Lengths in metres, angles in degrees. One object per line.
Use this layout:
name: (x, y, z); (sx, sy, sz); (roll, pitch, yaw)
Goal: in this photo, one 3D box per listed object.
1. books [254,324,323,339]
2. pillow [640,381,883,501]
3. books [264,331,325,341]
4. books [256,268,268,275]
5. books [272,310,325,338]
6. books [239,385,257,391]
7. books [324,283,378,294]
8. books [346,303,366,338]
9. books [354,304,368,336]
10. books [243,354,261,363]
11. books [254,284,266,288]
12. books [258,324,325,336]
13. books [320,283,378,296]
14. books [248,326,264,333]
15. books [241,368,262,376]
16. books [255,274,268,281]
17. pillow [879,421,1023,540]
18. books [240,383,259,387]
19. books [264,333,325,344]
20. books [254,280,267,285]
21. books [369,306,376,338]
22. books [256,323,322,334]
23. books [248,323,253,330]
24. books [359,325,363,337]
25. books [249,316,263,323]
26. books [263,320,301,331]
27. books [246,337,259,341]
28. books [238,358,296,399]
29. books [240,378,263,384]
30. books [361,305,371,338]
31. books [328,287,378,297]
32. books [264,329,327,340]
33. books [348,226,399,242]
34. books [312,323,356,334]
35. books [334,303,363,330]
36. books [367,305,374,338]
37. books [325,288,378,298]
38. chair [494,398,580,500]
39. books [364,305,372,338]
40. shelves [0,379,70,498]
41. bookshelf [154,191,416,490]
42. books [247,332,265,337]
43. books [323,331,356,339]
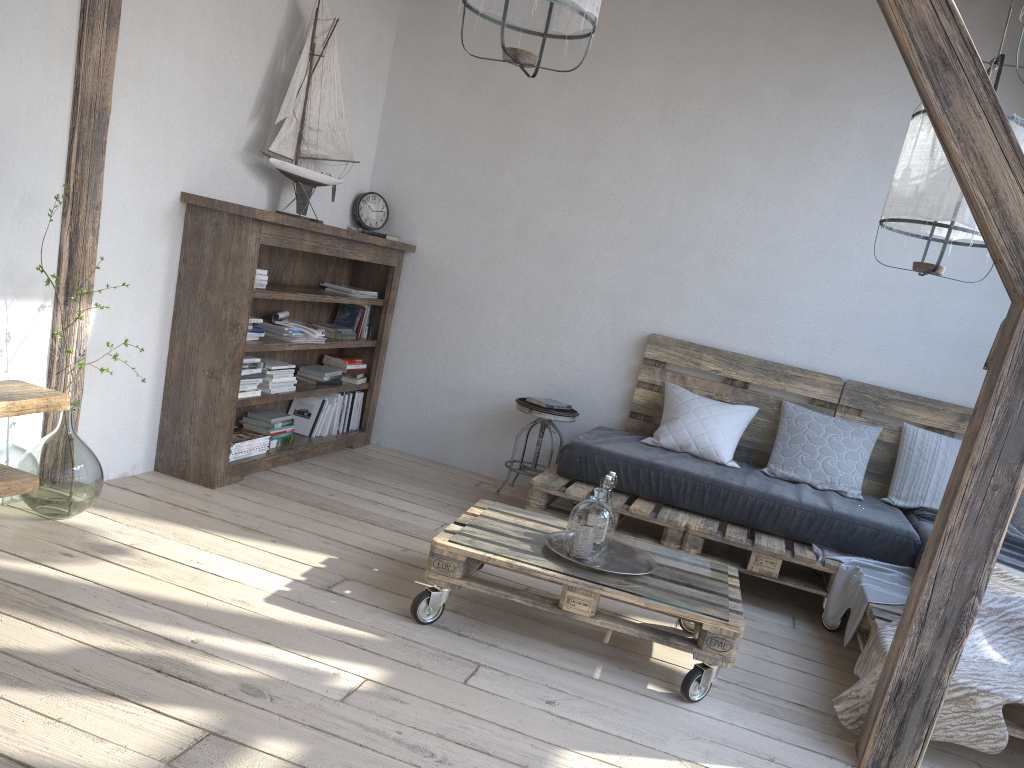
books: (-1.075, -0.253, 4.245); (0.201, 0.009, 0.257); (17, 8, 31)
pillow: (1.246, 0.249, 4.396); (1.121, 0.364, 0.345); (15, 11, 13)
books: (-1.063, -0.234, 4.264); (0.202, 0.009, 0.255); (15, 8, 19)
books: (-1.177, -0.500, 3.774); (0.156, 0.022, 0.215); (15, 7, 14)
books: (-1.034, -0.287, 4.284); (0.221, 0.090, 0.254); (12, 8, -6)
books: (-1.259, 0.002, 3.902); (0.156, 0.022, 0.215); (15, 7, 14)
books: (-0.872, -0.520, 4.777); (0.203, 0.009, 0.254); (14, 7, 11)
books: (-0.898, -0.355, 4.888); (0.138, 0.180, 0.058); (15, 13, 12)
books: (-0.893, -0.366, 4.912); (0.138, 0.196, 0.049); (15, 13, 12)
books: (-1.215, -0.116, 3.866); (0.138, 0.019, 0.182); (15, 7, 14)
books: (-1.184, -0.439, 3.789); (0.156, 0.017, 0.215); (14, 7, 9)
books: (-1.065, -0.261, 4.253); (0.202, 0.009, 0.255); (16, 8, 21)
books: (-0.881, -0.511, 4.768); (0.202, 0.009, 0.255); (16, 8, 21)
books: (-1.214, -0.252, 3.855); (0.144, 0.021, 0.207); (17, 8, 30)
books: (-1.228, -0.071, 3.885); (0.157, 0.022, 0.215); (14, 7, 9)
books: (-1.175, -0.476, 3.778); (0.156, 0.022, 0.215); (15, 7, 14)
pillow: (2.288, 0.498, 4.176); (0.951, 0.409, 0.384); (17, 12, 30)
books: (-1.249, -0.016, 3.902); (0.156, 0.017, 0.216); (15, 7, 14)
books: (-1.067, -0.225, 4.258); (0.202, 0.009, 0.255); (16, 8, 23)
books: (-1.162, -0.452, 3.781); (0.138, 0.019, 0.182); (15, 7, 14)
books: (-0.858, -0.370, 5.028); (0.138, 0.190, 0.019); (15, 14, 13)
books: (-1.077, -0.271, 4.245); (0.202, 0.009, 0.255); (16, 8, 21)
books: (-1.206, -0.272, 3.855); (0.133, 0.021, 0.193); (10, 8, -19)
books: (-0.889, -0.358, 4.945); (0.116, 0.177, 0.017); (15, 14, 13)
books: (-1.202, -0.291, 3.857); (0.138, 0.019, 0.182); (15, 7, 14)
books: (-1.081, -0.281, 4.240); (0.201, 0.009, 0.256); (16, 8, 26)
books: (-1.218, -0.216, 3.876); (0.139, 0.020, 0.181); (14, 7, 9)
books: (-1.210, -0.048, 4.050); (0.204, 0.155, 0.540); (15, 8, 14)
books: (-1.234, -0.029, 3.884); (0.155, 0.017, 0.217); (15, 8, 19)
books: (-0.875, -0.373, 4.961); (0.134, 0.206, 0.020); (15, 14, 13)
books: (-0.866, -0.503, 4.801); (0.204, 0.009, 0.253); (14, 7, 6)
books: (-1.055, -0.243, 4.275); (0.203, 0.009, 0.254); (15, 7, 16)
books: (-0.772, -0.837, 4.914); (0.234, 0.026, 0.175); (15, 7, 14)
books: (-0.955, -0.298, 4.720); (0.148, 0.022, 0.202); (15, 8, 18)
books: (-0.911, -0.352, 4.859); (0.130, 0.177, 0.080); (15, 13, 14)
books: (-0.857, -0.372, 4.997); (0.135, 0.206, 0.020); (15, 14, 13)
books: (-0.871, -0.494, 4.790); (0.204, 0.009, 0.253); (14, 7, 9)
chair: (0.137, 0.363, 4.763); (0.350, 0.534, 0.348); (16, 12, 17)
books: (-0.872, -0.367, 4.981); (0.138, 0.190, 0.019); (15, 14, 13)
shelves: (-1.807, 0.286, 2.241); (0.328, 0.461, 1.579); (16, 8, 15)
bookshelf: (-1.051, -0.198, 4.362); (0.345, 1.203, 1.599); (16, 10, 15)
books: (-1.216, -0.234, 3.867); (0.156, 0.017, 0.216); (15, 7, 14)
books: (-0.963, -0.274, 4.735); (0.160, 0.031, 0.216); (15, 8, 17)
